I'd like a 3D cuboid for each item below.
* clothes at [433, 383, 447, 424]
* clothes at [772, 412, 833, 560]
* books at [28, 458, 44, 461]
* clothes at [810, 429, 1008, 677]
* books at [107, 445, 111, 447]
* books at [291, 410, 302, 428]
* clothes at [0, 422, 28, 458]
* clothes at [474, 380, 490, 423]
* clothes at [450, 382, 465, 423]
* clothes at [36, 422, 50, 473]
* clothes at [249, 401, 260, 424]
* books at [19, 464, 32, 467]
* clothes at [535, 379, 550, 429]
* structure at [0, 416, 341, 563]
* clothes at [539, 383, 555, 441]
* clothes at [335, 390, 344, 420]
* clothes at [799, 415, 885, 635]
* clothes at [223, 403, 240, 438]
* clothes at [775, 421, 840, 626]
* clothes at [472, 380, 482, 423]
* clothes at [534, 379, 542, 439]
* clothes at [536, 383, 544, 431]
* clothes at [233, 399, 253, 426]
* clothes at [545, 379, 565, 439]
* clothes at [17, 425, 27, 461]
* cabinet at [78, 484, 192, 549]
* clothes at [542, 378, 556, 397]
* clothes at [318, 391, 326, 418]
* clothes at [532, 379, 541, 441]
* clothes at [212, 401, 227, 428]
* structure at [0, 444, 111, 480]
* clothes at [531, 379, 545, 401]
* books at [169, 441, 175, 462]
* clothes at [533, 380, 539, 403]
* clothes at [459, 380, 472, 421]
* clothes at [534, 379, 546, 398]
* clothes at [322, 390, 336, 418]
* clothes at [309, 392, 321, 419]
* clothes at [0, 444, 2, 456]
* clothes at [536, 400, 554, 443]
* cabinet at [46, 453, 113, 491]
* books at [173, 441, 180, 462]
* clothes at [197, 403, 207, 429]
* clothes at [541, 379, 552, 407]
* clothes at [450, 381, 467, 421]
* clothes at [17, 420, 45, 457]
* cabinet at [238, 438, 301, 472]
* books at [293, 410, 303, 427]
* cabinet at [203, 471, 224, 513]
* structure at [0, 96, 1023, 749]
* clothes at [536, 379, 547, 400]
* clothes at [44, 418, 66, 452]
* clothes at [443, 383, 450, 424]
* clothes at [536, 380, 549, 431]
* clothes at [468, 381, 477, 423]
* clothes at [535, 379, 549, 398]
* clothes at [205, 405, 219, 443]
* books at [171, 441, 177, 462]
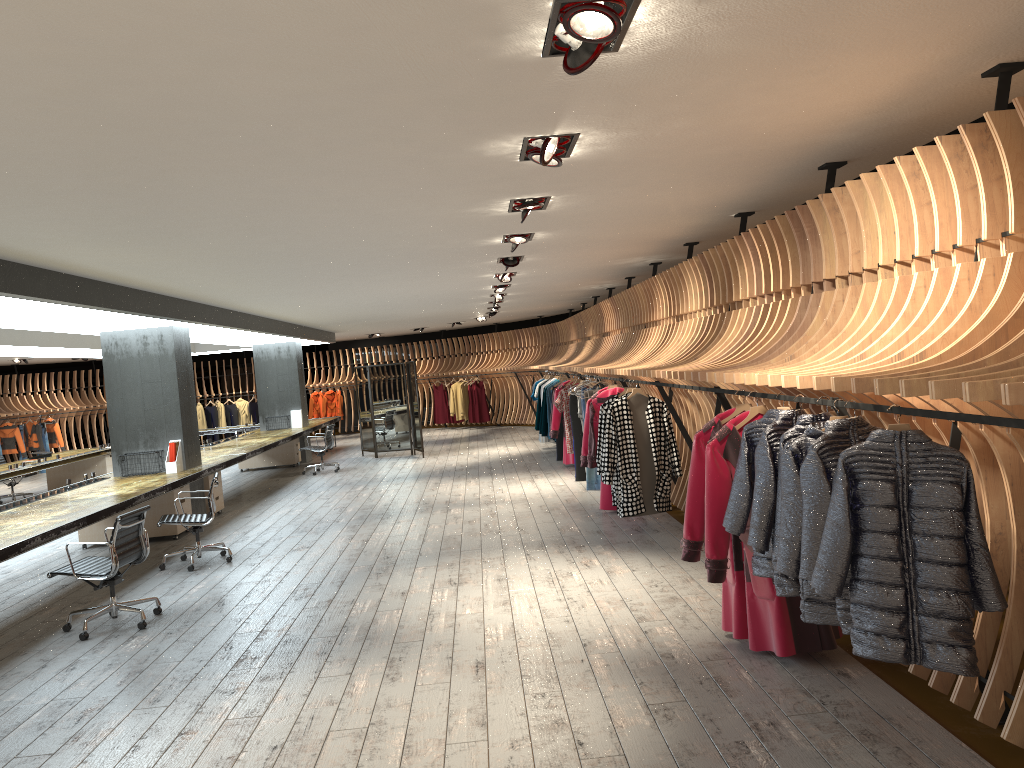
[{"bbox_3d":[-1.980,0.535,24.459,0.444,1.128,0.127,-5,1,-5],"label":"clothes"},{"bbox_3d":[1.374,0.546,3.837,0.511,0.854,0.228,-5,1,18],"label":"clothes"},{"bbox_3d":[-8.211,1.314,15.239,0.213,0.026,0.366,-5,2,-2],"label":"books"},{"bbox_3d":[1.390,0.588,3.206,0.682,0.854,0.181,-4,1,41],"label":"clothes"},{"bbox_3d":[-7.880,1.219,17.456,0.155,0.025,0.110,-5,1,-7],"label":"books"},{"bbox_3d":[-4.457,0.728,18.335,0.215,0.368,0.073,-5,1,-2],"label":"books"},{"bbox_3d":[-12.069,1.360,21.282,0.839,0.881,0.201,-5,1,13],"label":"clothes"},{"bbox_3d":[-0.815,0.457,23.381,0.444,1.128,0.126,-6,1,-30],"label":"clothes"},{"bbox_3d":[-1.532,0.504,24.078,0.444,1.128,0.126,-6,1,-40],"label":"clothes"},{"bbox_3d":[-11.674,1.657,22.079,0.309,1.421,0.200,-6,1,-30],"label":"clothes"},{"bbox_3d":[-7.353,1.160,25.509,0.087,1.352,0.539,-5,1,22],"label":"clothes"},{"bbox_3d":[-7.732,1.295,14.080,0.155,0.025,0.110,-5,1,-7],"label":"books"},{"bbox_3d":[0.856,0.436,17.018,0.913,1.081,0.238,-5,1,-3],"label":"clothes"},{"bbox_3d":[-6.159,1.546,12.301,4.836,0.844,18.479,-5,2,-2],"label":"structure"},{"bbox_3d":[0.904,0.459,15.867,0.913,1.081,0.238,-5,1,2],"label":"clothes"},{"bbox_3d":[-5.000,0.602,25.605,0.201,0.881,0.839,-5,1,-22],"label":"clothes"},{"bbox_3d":[1.395,0.554,3.536,0.530,0.856,0.234,-5,1,-3],"label":"clothes"},{"bbox_3d":[-7.997,1.228,25.305,0.539,1.352,0.087,-5,1,22],"label":"clothes"},{"bbox_3d":[1.376,0.576,3.662,0.584,0.854,0.211,-5,1,25],"label":"clothes"},{"bbox_3d":[-0.867,0.460,23.458,0.444,1.128,0.127,-5,1,-5],"label":"clothes"},{"bbox_3d":[0.809,0.597,18.360,0.677,1.434,0.204,-5,1,12],"label":"clothes"},{"bbox_3d":[0.868,0.438,16.895,0.913,1.081,0.238,-5,1,-3],"label":"clothes"},{"bbox_3d":[-7.747,0.872,25.395,0.704,0.889,0.250,-5,1,18],"label":"clothes"},{"bbox_3d":[0.924,0.435,15.637,0.715,1.087,0.257,-5,1,-7],"label":"clothes"},{"bbox_3d":[-11.905,1.692,21.531,0.200,1.421,0.309,-5,1,-10],"label":"clothes"},{"bbox_3d":[-4.488,1.547,10.572,1.131,0.630,0.593,-5,1,-2],"label":"cabinet"},{"bbox_3d":[0.857,0.436,16.200,0.733,1.106,0.165,-5,1,-3],"label":"clothes"},{"bbox_3d":[-5.448,0.640,25.707,0.201,0.881,0.839,-5,1,3],"label":"clothes"},{"bbox_3d":[0.805,0.594,18.501,0.677,1.434,0.204,-5,1,-13],"label":"clothes"},{"bbox_3d":[-8.314,0.931,25.210,0.704,0.889,0.250,-4,1,38],"label":"clothes"},{"bbox_3d":[-7.995,1.710,12.440,1.162,0.844,10.453,-5,2,-2],"label":"structure"},{"bbox_3d":[0.761,0.367,17.771,0.738,0.971,0.167,-5,1,6],"label":"clothes"},{"bbox_3d":[-4.144,0.894,10.844,0.048,0.368,0.215,-5,1,-2],"label":"books"},{"bbox_3d":[0.798,0.591,18.641,0.677,1.434,0.204,-5,1,12],"label":"clothes"},{"bbox_3d":[-1.144,0.437,23.720,0.151,1.052,0.778,-5,1,38],"label":"clothes"},{"bbox_3d":[0.822,0.350,17.630,0.743,0.931,0.158,-5,1,2],"label":"clothes"},{"bbox_3d":[-5.242,0.623,25.646,0.200,0.881,0.840,-5,1,28],"label":"clothes"},{"bbox_3d":[-5.678,0.662,25.663,0.200,0.881,0.840,-5,1,13],"label":"clothes"},{"bbox_3d":[-12.104,1.725,20.972,0.200,1.421,0.308,-5,1,-25],"label":"clothes"},{"bbox_3d":[0.814,0.601,18.224,0.677,1.434,0.203,-5,1,-18],"label":"clothes"},{"bbox_3d":[-8.286,1.719,17.145,1.131,0.630,0.593,-5,1,-2],"label":"cabinet"},{"bbox_3d":[-4.101,0.890,10.846,0.048,0.368,0.215,-5,1,-2],"label":"books"},{"bbox_3d":[-8.789,0.981,24.981,0.250,0.889,0.704,-6,1,-42],"label":"clothes"},{"bbox_3d":[0.906,0.427,16.392,0.733,1.106,0.165,-5,1,2],"label":"clothes"},{"bbox_3d":[-1.306,0.448,23.870,0.777,1.052,0.152,-5,1,-2],"label":"clothes"},{"bbox_3d":[-11.810,1.325,21.784,0.839,0.881,0.201,-5,1,18],"label":"clothes"},{"bbox_3d":[-4.918,1.390,17.969,1.131,0.630,0.593,-5,1,-2],"label":"cabinet"},{"bbox_3d":[-4.459,0.726,18.405,0.215,0.368,0.047,-5,1,-2],"label":"books"},{"bbox_3d":[-4.544,1.516,11.923,1.131,0.630,0.593,-5,1,-2],"label":"cabinet"},{"bbox_3d":[-5.416,0.717,8.253,14.883,2.439,36.562,-5,2,-2],"label":"structure"},{"bbox_3d":[0.821,0.371,17.360,0.743,0.950,0.167,-6,1,-19],"label":"clothes"},{"bbox_3d":[-11.597,1.289,22.318,0.839,0.881,0.201,-5,1,28],"label":"clothes"},{"bbox_3d":[-1.793,0.522,24.297,0.127,1.128,0.444,-5,1,-10],"label":"clothes"},{"bbox_3d":[0.865,0.441,16.808,0.913,1.081,0.238,-5,1,2],"label":"clothes"},{"bbox_3d":[-0.986,0.468,23.578,0.444,1.128,0.126,-6,1,-30],"label":"clothes"},{"bbox_3d":[0.813,0.361,17.173,0.734,0.937,0.164,-5,1,1],"label":"clothes"},{"bbox_3d":[-8.475,1.276,25.115,0.539,1.352,0.087,-5,1,32],"label":"clothes"},{"bbox_3d":[-4.122,0.892,10.845,0.048,0.368,0.215,-5,1,-2],"label":"books"}]
